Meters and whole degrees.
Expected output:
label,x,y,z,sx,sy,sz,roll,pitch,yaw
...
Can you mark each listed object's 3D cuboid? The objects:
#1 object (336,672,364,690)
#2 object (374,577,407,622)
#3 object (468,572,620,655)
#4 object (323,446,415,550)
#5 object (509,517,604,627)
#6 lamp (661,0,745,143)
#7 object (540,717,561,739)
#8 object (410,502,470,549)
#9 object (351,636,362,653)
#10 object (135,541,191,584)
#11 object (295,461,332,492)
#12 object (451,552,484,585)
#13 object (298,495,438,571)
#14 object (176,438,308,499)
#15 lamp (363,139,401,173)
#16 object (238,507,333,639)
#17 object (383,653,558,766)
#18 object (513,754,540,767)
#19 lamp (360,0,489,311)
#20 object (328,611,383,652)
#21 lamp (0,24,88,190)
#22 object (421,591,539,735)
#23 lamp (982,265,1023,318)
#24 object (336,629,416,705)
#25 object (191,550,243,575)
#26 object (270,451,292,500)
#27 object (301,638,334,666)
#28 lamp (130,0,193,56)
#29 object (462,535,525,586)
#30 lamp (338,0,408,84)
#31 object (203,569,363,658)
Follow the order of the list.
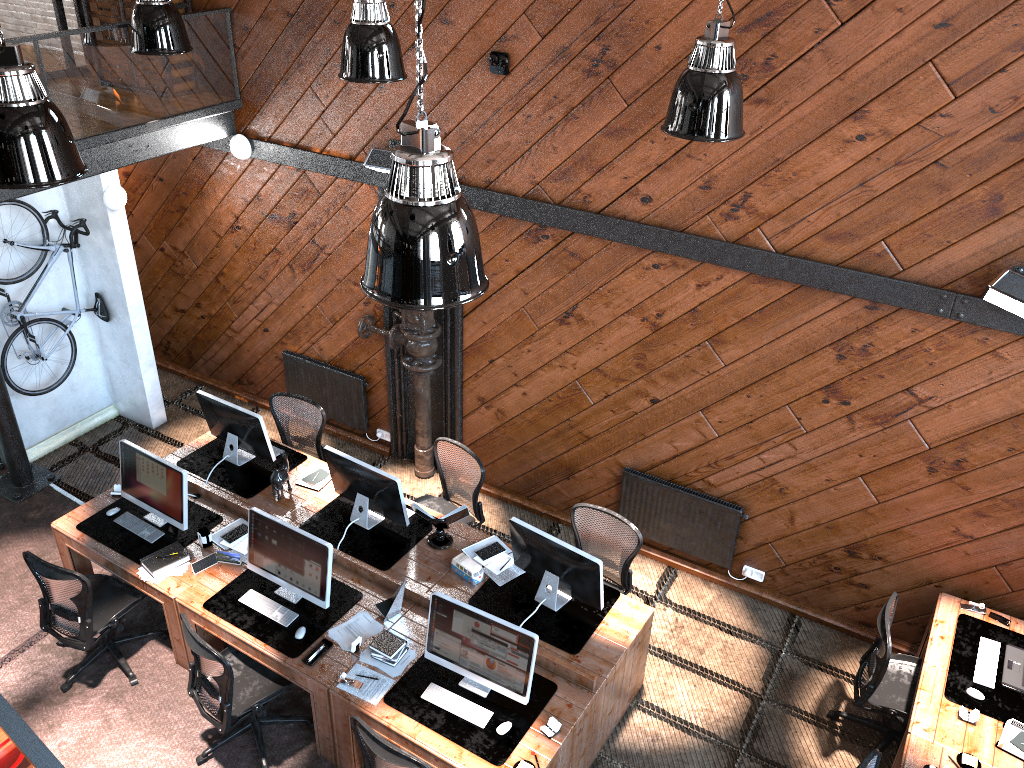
label,x,y,z,sx,sy,sz,roll,pitch,yaw
object,-0.985,1.795,5.386,0.159,0.064,0.054,11,32,14
object,-0.807,1.393,5.824,0.178,0.320,0.165,24,37,32
object,0.226,1.465,6.073,0.848,0.008,0.687,19,34,26
object,-1.052,0.781,6.619,0.642,0.578,0.772,-5,31,-12
object,0.315,1.237,5.933,0.663,0.578,0.811,-1,31,-5
lamp,1.076,-2.398,4.232,0.445,2.372,0.445,26,38,35
object,0.222,1.989,5.132,0.106,0.063,0.082,-24,39,-37
object,-0.525,0.992,6.452,0.417,0.380,0.304,3,31,2
object,-0.983,1.650,5.598,0.034,0.102,0.076,18,34,25
object,-2.443,1.251,6.213,0.363,0.065,0.325,-18,36,-30
object,-1.567,0.732,7.152,0.229,0.060,0.316,14,33,19
object,-0.309,1.299,6.239,0.253,0.146,0.128,27,39,36
object,-1.071,1.059,6.680,0.848,0.008,0.687,19,34,26
object,-2.227,0.633,7.330,0.848,0.008,0.687,19,34,26
lamp,-0.980,-1.780,7.051,0.328,0.260,0.262,18,34,25
object,-1.494,1.231,5.830,0.654,0.576,0.735,-5,31,-11
object,-0.245,1.868,5.362,0.848,0.008,0.687,19,34,26
object,0.079,2.131,4.917,0.154,0.026,0.158,-5,31,-12
lamp,-0.272,-1.378,2.548,0.445,2.372,0.445,-20,37,-32
object,-1.016,1.604,5.767,0.315,0.002,0.246,-25,40,-38
lamp,-2.144,-1.979,3.451,0.445,2.372,0.445,-2,31,-7
object,-0.178,1.585,5.309,0.714,0.573,0.610,17,34,24
lamp,2.924,-0.518,5.157,0.328,0.287,0.283,18,34,24
object,-0.836,1.723,5.481,0.319,0.098,0.478,17,34,23
object,-2.080,1.236,6.243,0.347,0.083,0.129,-9,32,-19
object,-1.799,0.692,6.922,0.135,0.351,0.229,17,34,23
object,-1.225,1.688,5.586,0.089,0.031,0.215,18,34,25
lamp,-2.579,-3.515,6.021,0.445,2.372,0.445,-2,31,-7
object,-0.111,1.258,6.377,0.304,0.017,0.467,-20,37,-32
lamp,-0.867,-3.022,5.164,0.445,2.372,0.445,-10,33,-20
object,-1.538,1.458,5.977,0.848,0.008,0.687,19,34,26
